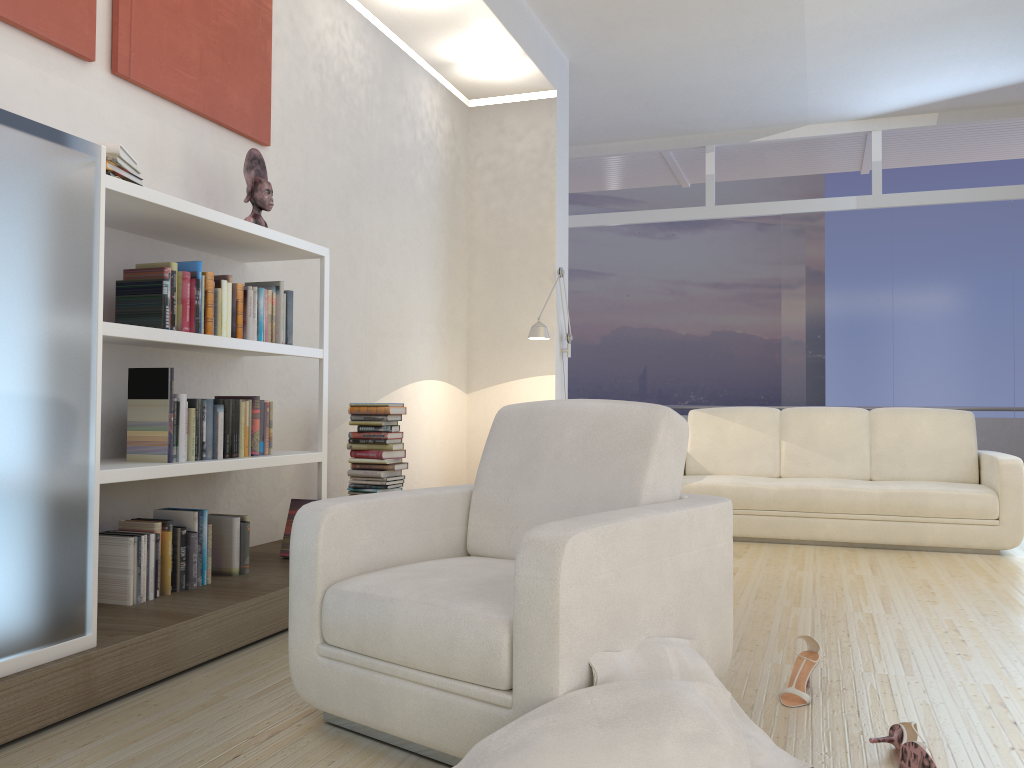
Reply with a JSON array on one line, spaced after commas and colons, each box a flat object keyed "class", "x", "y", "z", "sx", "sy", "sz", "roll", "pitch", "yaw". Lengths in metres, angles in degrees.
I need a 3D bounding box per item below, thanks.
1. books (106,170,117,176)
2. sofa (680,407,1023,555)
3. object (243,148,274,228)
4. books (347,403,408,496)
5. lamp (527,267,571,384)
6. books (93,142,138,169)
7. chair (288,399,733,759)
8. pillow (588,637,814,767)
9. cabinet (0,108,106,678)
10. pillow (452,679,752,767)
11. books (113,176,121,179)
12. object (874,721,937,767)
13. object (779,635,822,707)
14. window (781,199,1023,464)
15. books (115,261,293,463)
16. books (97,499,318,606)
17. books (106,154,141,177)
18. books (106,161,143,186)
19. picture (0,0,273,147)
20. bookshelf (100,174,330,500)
[{"class": "books", "x": -1.461, "y": -0.683, "z": 2.977, "sx": 0.287, "sy": 0.018, "sz": 0.247, "roll": 1, "pitch": -2, "yaw": -7}, {"class": "sofa", "x": 2.070, "y": 0.581, "z": 5.869, "sx": 2.166, "sy": 0.862, "sz": 0.941, "roll": 0, "pitch": -2, "yaw": 19}, {"class": "object", "x": -1.120, "y": -0.832, "z": 3.895, "sx": 0.133, "sy": 0.409, "sz": 0.138, "roll": 1, "pitch": -2, "yaw": -24}, {"class": "books", "x": -0.711, "y": 0.450, "z": 4.768, "sx": 0.329, "sy": 0.694, "sz": 0.270, "roll": 0, "pitch": -2, "yaw": 19}, {"class": "lamp", "x": 0.251, "y": 0.050, "z": 6.387, "sx": 0.204, "sy": 1.841, "sz": 0.891, "roll": 0, "pitch": -2, "yaw": 15}, {"class": "books", "x": -1.455, "y": -0.764, "z": 2.980, "sx": 0.319, "sy": 0.038, "sz": 0.247, "roll": 1, "pitch": -2, "yaw": -10}, {"class": "chair", "x": 0.032, "y": 0.451, "z": 2.474, "sx": 0.919, "sy": 0.828, "sz": 0.941, "roll": -1, "pitch": -2, "yaw": 39}, {"class": "pillow", "x": 0.374, "y": 0.739, "z": 1.965, "sx": 0.615, "sy": 0.315, "sz": 0.312, "roll": 2, "pitch": -2, "yaw": -44}, {"class": "cabinet", "x": -1.744, "y": 0.007, "z": 1.798, "sx": 0.689, "sy": 1.396, "sz": 1.670, "roll": 0, "pitch": -2, "yaw": 19}, {"class": "pillow", "x": 0.208, "y": 0.764, "z": 1.726, "sx": 0.712, "sy": 0.287, "sz": 0.299, "roll": 1, "pitch": -2, "yaw": -18}, {"class": "books", "x": -1.455, "y": -0.665, "z": 2.978, "sx": 0.328, "sy": 0.018, "sz": 0.247, "roll": 1, "pitch": -2, "yaw": -6}, {"class": "object", "x": 0.915, "y": 0.855, "z": 2.089, "sx": 0.121, "sy": 0.091, "sz": 0.287, "roll": 0, "pitch": -2, "yaw": 18}, {"class": "object", "x": 0.843, "y": 0.832, "z": 2.594, "sx": 0.089, "sy": 0.149, "sz": 0.265, "roll": -1, "pitch": -2, "yaw": 32}, {"class": "window", "x": 4.024, "y": -0.304, "z": 8.101, "sx": 2.988, "sy": 2.706, "sz": 0.012, "roll": 0, "pitch": -2, "yaw": 19}, {"class": "books", "x": -1.175, "y": -0.081, "z": 3.508, "sx": 0.215, "sy": 0.743, "sz": 0.831, "roll": 0, "pitch": -2, "yaw": 19}, {"class": "books", "x": -1.153, "y": 0.619, "z": 3.509, "sx": 0.274, "sy": 0.281, "sz": 1.125, "roll": 0, "pitch": -2, "yaw": 26}, {"class": "books", "x": -1.455, "y": -0.732, "z": 2.980, "sx": 0.328, "sy": 0.027, "sz": 0.247, "roll": 1, "pitch": -2, "yaw": -6}, {"class": "books", "x": -1.436, "y": -0.704, "z": 2.977, "sx": 0.287, "sy": 0.025, "sz": 0.247, "roll": 0, "pitch": -2, "yaw": 4}, {"class": "picture", "x": -1.722, "y": -1.609, "z": 2.836, "sx": 0.030, "sy": 0.794, "sz": 3.227, "roll": 0, "pitch": -2, "yaw": 19}, {"class": "bookshelf", "x": -1.319, "y": 0.055, "z": 3.360, "sx": 0.465, "sy": 1.396, "sz": 1.599, "roll": 0, "pitch": -2, "yaw": 19}]
